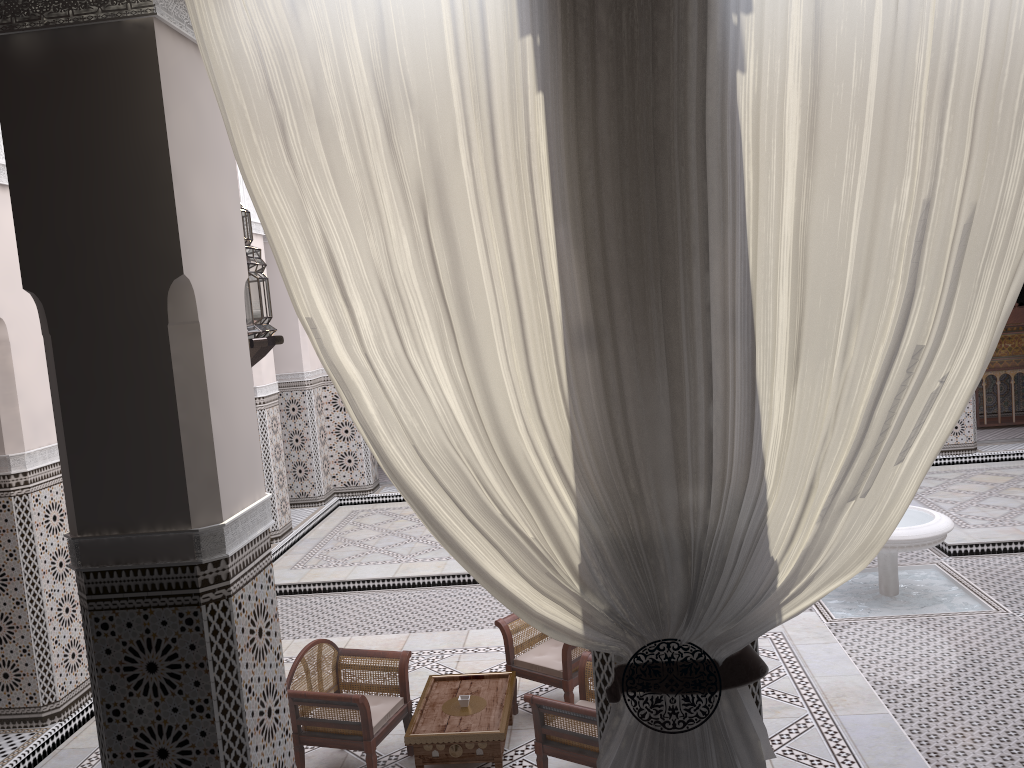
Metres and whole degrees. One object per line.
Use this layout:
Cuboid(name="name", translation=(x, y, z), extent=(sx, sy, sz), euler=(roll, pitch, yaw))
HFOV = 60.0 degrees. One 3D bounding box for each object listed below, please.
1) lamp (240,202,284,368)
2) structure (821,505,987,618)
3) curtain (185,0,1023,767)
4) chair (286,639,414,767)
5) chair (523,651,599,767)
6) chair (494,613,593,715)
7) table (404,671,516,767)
Cuboid(name="lamp", translation=(-0.546, -0.225, 1.590), extent=(0.216, 0.552, 0.221), euler=(-4, 5, 5))
Cuboid(name="structure", translation=(1.341, 0.622, 3.154), extent=(0.528, 0.310, 0.501), euler=(-4, 5, 5))
Cuboid(name="curtain", translation=(0.185, -0.064, 1.131), extent=(1.303, 1.764, 0.129), euler=(-4, 5, 5))
Cuboid(name="chair", translation=(-0.379, 0.770, 2.102), extent=(0.208, 0.313, 0.263), euler=(-3, 6, 20))
Cuboid(name="chair", translation=(0.190, 0.736, 1.931), extent=(0.208, 0.313, 0.263), euler=(-1, 6, 35))
Cuboid(name="chair", translation=(0.126, 0.705, 2.337), extent=(0.263, 0.313, 0.208), euler=(0, 7, 41))
Cuboid(name="table", translation=(-0.112, 0.829, 2.153), extent=(0.229, 0.142, 0.330), euler=(-4, 5, 5))
